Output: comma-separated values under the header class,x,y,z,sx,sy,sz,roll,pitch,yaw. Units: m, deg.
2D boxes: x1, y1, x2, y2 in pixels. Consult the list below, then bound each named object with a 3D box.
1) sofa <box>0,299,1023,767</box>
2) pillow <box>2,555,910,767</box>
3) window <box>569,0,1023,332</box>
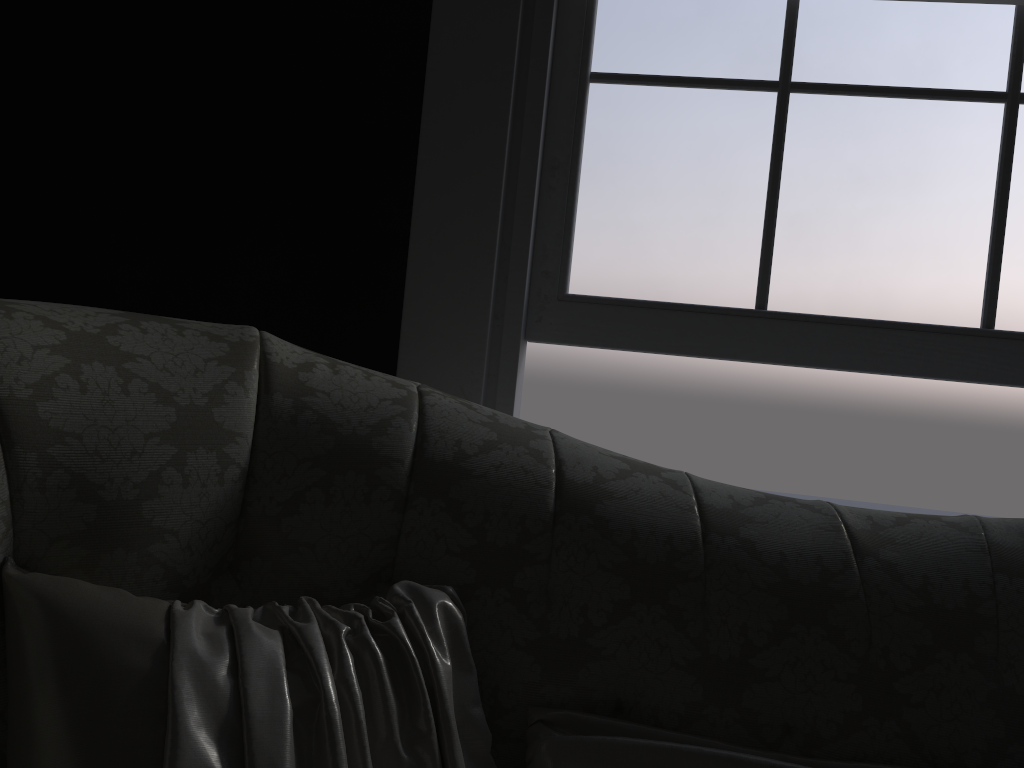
class,x,y,z,sx,sy,sz,roll,pitch,yaw
sofa,0.459,0.580,0.882,2.812,1.161,1.606,6,0,9
pillow,-0.017,0.444,0.880,1.105,0.416,0.529,6,0,8
window,0.786,-0.930,1.708,1.262,1.672,0.056,6,1,8
